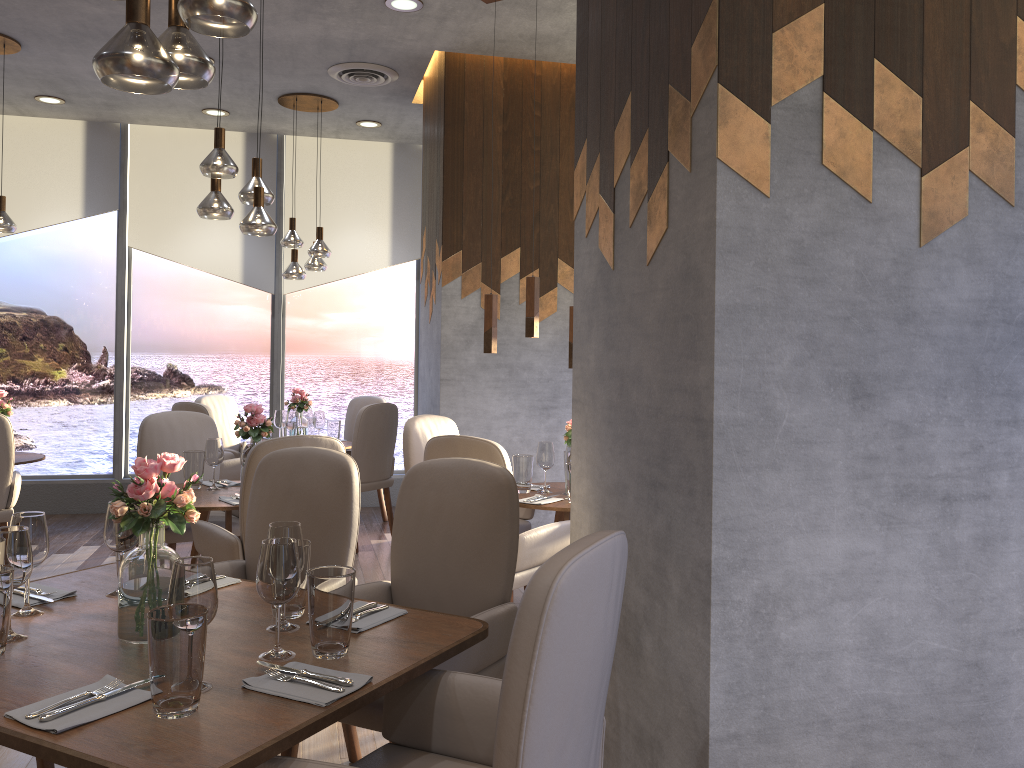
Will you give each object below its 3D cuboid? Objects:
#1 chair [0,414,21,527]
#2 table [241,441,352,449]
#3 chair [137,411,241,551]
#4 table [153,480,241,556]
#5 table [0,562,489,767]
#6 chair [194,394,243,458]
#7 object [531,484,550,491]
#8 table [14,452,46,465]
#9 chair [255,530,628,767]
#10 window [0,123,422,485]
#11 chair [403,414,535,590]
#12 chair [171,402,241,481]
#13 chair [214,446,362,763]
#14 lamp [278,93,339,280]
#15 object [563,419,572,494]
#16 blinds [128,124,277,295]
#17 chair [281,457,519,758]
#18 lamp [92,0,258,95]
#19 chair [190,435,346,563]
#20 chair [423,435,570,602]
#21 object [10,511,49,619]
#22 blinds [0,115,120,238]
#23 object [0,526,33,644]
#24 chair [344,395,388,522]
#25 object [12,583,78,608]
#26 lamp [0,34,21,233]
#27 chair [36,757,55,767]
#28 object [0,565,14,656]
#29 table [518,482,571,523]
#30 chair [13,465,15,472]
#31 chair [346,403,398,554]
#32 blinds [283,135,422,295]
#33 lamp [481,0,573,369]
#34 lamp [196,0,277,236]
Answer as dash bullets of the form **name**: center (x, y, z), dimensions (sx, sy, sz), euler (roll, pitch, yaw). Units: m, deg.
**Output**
- **chair**: center (-2.975, 0.629, 4.832), dimensions (0.528, 1.000, 0.600), euler (1, 0, -32)
- **table**: center (-1.570, 0.773, 6.542), dimensions (0.833, 0.662, 0.834), euler (0, 1, -27)
- **chair**: center (-1.663, 0.654, 4.603), dimensions (0.528, 1.000, 0.600), euler (1, 0, -37)
- **table**: center (-1.341, 0.838, 4.141), dimensions (0.833, 0.662, 0.834), euler (0, 1, -39)
- **table**: center (-0.838, 0.899, 2.008), dimensions (1.307, 0.666, 0.964), euler (1, 1, 27)
- **chair**: center (-2.123, 0.590, 6.833), dimensions (0.600, 1.000, 0.528), euler (1, 0, 30)
- **object**: center (0.089, 0.511, 4.444), dimensions (0.255, 0.019, 0.157), euler (2, 2, 31)
- **table**: center (-3.277, 0.779, 5.322), dimensions (0.834, 0.662, 0.834), euler (1, 1, 36)
- **chair**: center (-0.109, 0.754, 1.641), dimensions (0.600, 1.000, 0.528), euler (1, 0, 25)
- **window**: center (-1.622, -0.699, 4.831), dimensions (16.124, 3.199, 8.060), euler (2, 1, 32)
- **chair**: center (-0.248, 0.674, 4.645), dimensions (0.600, 1.000, 0.528), euler (1, 0, 36)
- **chair**: center (-1.987, 0.612, 6.063), dimensions (0.528, 1.000, 0.599), euler (1, 0, 33)
- **chair**: center (-0.792, 0.716, 2.725), dimensions (0.528, 1.000, 0.599), euler (1, 0, 25)
- **lamp**: center (-1.519, -1.427, 6.568), dimensions (0.439, 1.326, 0.439), euler (1, 0, 44)
- **object**: center (0.336, 0.322, 4.259), dimensions (0.198, 0.416, 0.210), euler (1, 0, -1)
- **blinds**: center (-2.581, -2.106, 7.446), dimensions (1.173, 2.681, 0.007), euler (1, 0, -13)
- **chair**: center (-0.292, 0.730, 2.461), dimensions (0.528, 1.000, 0.599), euler (1, 0, 30)
- **lamp**: center (-0.786, -1.299, 2.008), dimensions (0.439, 1.326, 0.439), euler (1, 0, -28)
- **chair**: center (-0.989, 0.689, 3.658), dimensions (0.528, 1.000, 0.600), euler (1, 0, -36)
- **chair**: center (-0.059, 0.700, 3.764), dimensions (0.528, 1.000, 0.599), euler (1, 0, 33)
- **object**: center (-1.172, 0.436, 2.146), dimensions (0.092, 0.244, 0.092), euler (1, 0, -11)
- **blinds**: center (-3.791, -2.414, 7.158), dimensions (1.173, 2.681, 0.007), euler (1, 0, -13)
- **object**: center (-1.109, 0.441, 1.956), dimensions (0.092, 0.244, 0.092), euler (1, 0, -18)
- **chair**: center (-1.319, 0.598, 7.013), dimensions (0.528, 1.000, 0.599), euler (1, 0, 34)
- **object**: center (-1.243, 0.543, 2.296), dimensions (0.255, 0.019, 0.157), euler (2, 2, 31)
- **lamp**: center (-3.233, -1.422, 5.364), dimensions (0.439, 1.326, 0.439), euler (1, 0, -11)
- **chair**: center (-1.590, 0.713, 2.379), dimensions (0.600, 1.000, 0.528), euler (1, 0, 30)
- **object**: center (-1.097, 0.477, 1.847), dimensions (0.102, 0.178, 0.102), euler (1, 0, -24)
- **table**: center (0.298, 0.860, 4.254), dimensions (0.834, 0.662, 0.834), euler (1, 1, 7)
- **chair**: center (-3.576, 0.595, 5.826), dimensions (0.528, 1.000, 0.600), euler (1, 0, -33)
- **chair**: center (-1.135, 0.621, 6.224), dimensions (0.600, 1.000, 0.528), euler (1, 0, 31)
- **blinds**: center (-1.368, -2.096, 7.736), dimensions (1.173, 2.681, 0.007), euler (1, 0, -13)
- **lamp**: center (0.318, -1.039, 4.265), dimensions (1.161, 1.932, 0.118), euler (1, 0, 32)
- **lamp**: center (-1.287, -1.362, 4.176), dimensions (0.439, 1.326, 0.439), euler (1, 0, -6)
